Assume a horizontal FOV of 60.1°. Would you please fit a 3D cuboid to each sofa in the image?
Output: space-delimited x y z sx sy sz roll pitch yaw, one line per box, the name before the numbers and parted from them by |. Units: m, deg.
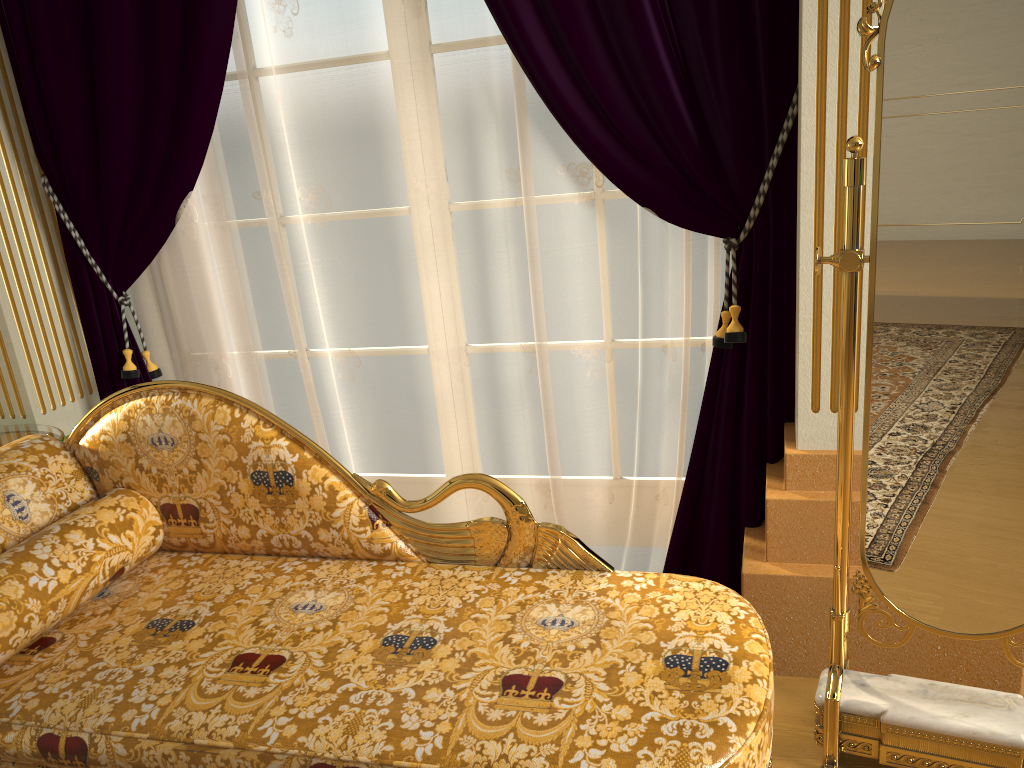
sofa | -0.460 0.491 1.772 1.893 0.890 0.679 -1 19 17

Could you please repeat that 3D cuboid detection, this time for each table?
table | -1.498 0.509 2.517 0.567 0.657 0.563 -15 20 -26

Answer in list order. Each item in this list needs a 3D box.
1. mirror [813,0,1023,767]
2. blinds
mirror | 0.809 -0.015 1.534 0.540 1.736 0.238 4 21 26
blinds | -0.353 -0.636 2.358 2.235 2.709 0.332 0 20 17
